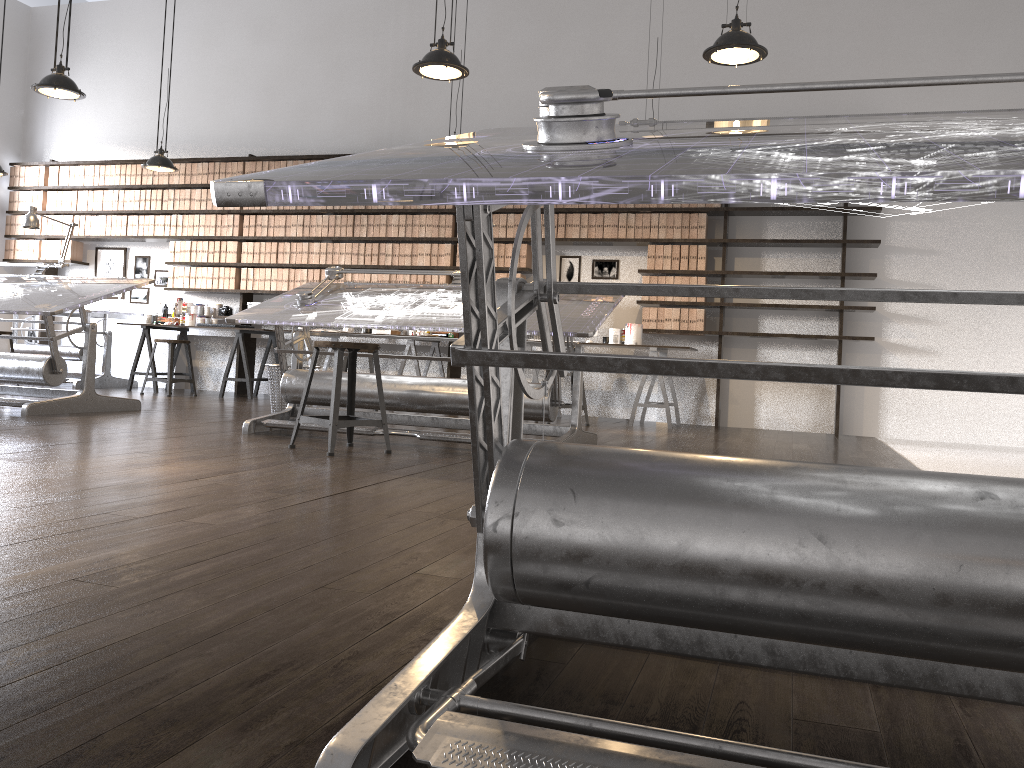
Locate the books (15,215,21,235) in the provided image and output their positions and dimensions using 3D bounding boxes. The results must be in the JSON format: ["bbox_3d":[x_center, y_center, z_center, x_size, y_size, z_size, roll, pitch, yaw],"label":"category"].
[{"bbox_3d":[-5.534,-1.787,10.045,0.067,0.226,0.174,2,-1,18],"label":"books"}]

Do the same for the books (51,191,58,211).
[{"bbox_3d":[-5.047,-2.027,9.896,0.067,0.226,0.174,2,-1,18],"label":"books"}]

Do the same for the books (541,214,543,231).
[{"bbox_3d":[0.270,-1.448,8.197,0.067,0.226,0.174,2,-1,18],"label":"books"}]

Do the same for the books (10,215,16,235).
[{"bbox_3d":[-5.601,-1.791,10.067,0.067,0.226,0.174,2,-1,18],"label":"books"}]

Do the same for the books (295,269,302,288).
[{"bbox_3d":[-2.115,-1.038,8.931,0.067,0.226,0.174,2,-1,17],"label":"books"}]

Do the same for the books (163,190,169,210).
[{"bbox_3d":[-3.640,-1.945,9.455,0.067,0.226,0.174,2,-1,18],"label":"books"}]

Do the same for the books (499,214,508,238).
[{"bbox_3d":[-0.056,-1.467,8.296,0.067,0.226,0.174,2,-1,17],"label":"books"}]

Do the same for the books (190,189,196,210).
[{"bbox_3d":[-3.310,-1.926,9.348,0.067,0.226,0.174,2,-1,17],"label":"books"}]

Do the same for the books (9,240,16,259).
[{"bbox_3d":[-5.604,-1.513,10.050,0.067,0.226,0.174,2,-1,17],"label":"books"}]

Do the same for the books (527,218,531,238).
[{"bbox_3d":[0.202,-1.452,8.219,0.067,0.226,0.174,2,-1,18],"label":"books"}]

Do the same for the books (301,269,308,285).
[{"bbox_3d":[-2.049,-1.034,8.906,0.067,0.226,0.174,2,-1,18],"label":"books"}]

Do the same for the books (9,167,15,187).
[{"bbox_3d":[-5.630,-2.345,10.094,0.067,0.226,0.174,2,-1,18],"label":"books"}]

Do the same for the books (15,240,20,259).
[{"bbox_3d":[-5.532,-1.509,10.033,0.067,0.226,0.174,2,-1,18],"label":"books"}]

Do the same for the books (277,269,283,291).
[{"bbox_3d":[-2.310,-1.050,8.992,0.067,0.226,0.174,2,-1,17],"label":"books"}]

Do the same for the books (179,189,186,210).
[{"bbox_3d":[-3.438,-1.933,9.390,0.067,0.226,0.174,2,-1,17],"label":"books"}]

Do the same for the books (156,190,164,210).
[{"bbox_3d":[-3.713,-1.949,9.472,0.067,0.226,0.174,2,-1,17],"label":"books"}]

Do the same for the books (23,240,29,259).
[{"bbox_3d":[-5.412,-1.502,9.987,0.067,0.226,0.174,2,-1,18],"label":"books"}]

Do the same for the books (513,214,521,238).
[{"bbox_3d":[0.074,-1.459,8.258,0.067,0.226,0.174,2,-1,18],"label":"books"}]

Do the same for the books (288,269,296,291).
[{"bbox_3d":[-2.182,-1.042,8.953,0.067,0.226,0.174,2,-1,17],"label":"books"}]

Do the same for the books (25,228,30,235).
[{"bbox_3d":[-5.398,-1.779,10.003,0.067,0.226,0.174,2,-1,17],"label":"books"}]

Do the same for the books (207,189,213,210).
[{"bbox_3d":[-3.114,-1.915,9.286,0.067,0.226,0.174,2,-1,17],"label":"books"}]

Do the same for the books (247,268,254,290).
[{"bbox_3d":[-2.639,-1.069,9.096,0.067,0.226,0.174,2,-1,18],"label":"books"}]

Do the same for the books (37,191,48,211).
[{"bbox_3d":[-5.242,-2.044,9.965,0.067,0.226,0.174,2,-1,17],"label":"books"}]

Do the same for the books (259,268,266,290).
[{"bbox_3d":[-2.506,-1.061,9.055,0.067,0.226,0.174,2,-1,17],"label":"books"}]

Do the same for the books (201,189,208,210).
[{"bbox_3d":[-3.182,-1.919,9.304,0.067,0.226,0.174,2,-1,18],"label":"books"}]

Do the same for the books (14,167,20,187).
[{"bbox_3d":[-5.561,-2.341,10.073,0.067,0.226,0.174,2,-1,17],"label":"books"}]

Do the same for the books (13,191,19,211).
[{"bbox_3d":[-5.568,-2.063,10.064,0.067,0.226,0.174,2,-1,18],"label":"books"}]

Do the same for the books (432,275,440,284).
[{"bbox_3d":[-0.706,-0.956,8.478,0.067,0.226,0.174,2,-1,18],"label":"books"}]

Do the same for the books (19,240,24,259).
[{"bbox_3d":[-5.471,-1.505,10.011,0.067,0.226,0.174,2,-1,17],"label":"books"}]

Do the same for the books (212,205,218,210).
[{"bbox_3d":[-3.047,-1.911,9.267,0.067,0.226,0.174,2,-1,17],"label":"books"}]

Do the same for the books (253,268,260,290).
[{"bbox_3d":[-2.572,-1.065,9.078,0.067,0.226,0.174,2,-1,17],"label":"books"}]

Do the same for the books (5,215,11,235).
[{"bbox_3d":[-5.667,-1.794,10.082,0.067,0.226,0.174,2,-1,17],"label":"books"}]

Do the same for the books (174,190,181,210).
[{"bbox_3d":[-3.505,-1.937,9.411,0.067,0.226,0.174,2,-1,17],"label":"books"}]

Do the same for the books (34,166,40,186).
[{"bbox_3d":[-5.292,-2.325,9.988,0.067,0.226,0.174,2,-1,17],"label":"books"}]

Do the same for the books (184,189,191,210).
[{"bbox_3d":[-3.375,-1.930,9.364,0.067,0.226,0.174,2,-1,18],"label":"books"}]

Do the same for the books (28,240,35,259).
[{"bbox_3d":[-5.343,-1.498,9.965,0.067,0.226,0.174,2,-1,17],"label":"books"}]

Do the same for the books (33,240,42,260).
[{"bbox_3d":[-5.273,-1.494,9.947,0.067,0.226,0.174,2,-1,17],"label":"books"}]

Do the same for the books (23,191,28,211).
[{"bbox_3d":[-5.438,-2.056,10.026,0.067,0.226,0.174,2,-1,17],"label":"books"}]

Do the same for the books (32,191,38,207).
[{"bbox_3d":[-5.310,-2.048,9.986,0.067,0.226,0.174,2,-1,17],"label":"books"}]

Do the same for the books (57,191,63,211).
[{"bbox_3d":[-4.978,-2.023,9.874,0.067,0.226,0.174,2,-1,17],"label":"books"}]

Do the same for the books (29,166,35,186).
[{"bbox_3d":[-5.358,-2.329,10.013,0.067,0.226,0.174,2,-1,18],"label":"books"}]

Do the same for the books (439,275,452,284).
[{"bbox_3d":[-0.631,-0.952,8.456,0.067,0.226,0.174,2,-1,17],"label":"books"}]

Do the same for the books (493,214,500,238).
[{"bbox_3d":[-0.122,-1.471,8.321,0.067,0.226,0.174,2,-1,18],"label":"books"}]

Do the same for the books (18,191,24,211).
[{"bbox_3d":[-5.498,-2.059,10.043,0.067,0.226,0.174,2,-1,17],"label":"books"}]

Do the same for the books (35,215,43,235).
[{"bbox_3d":[-5.256,-1.771,9.957,0.067,0.226,0.174,2,-1,17],"label":"books"}]

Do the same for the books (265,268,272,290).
[{"bbox_3d":[-2.440,-1.057,9.030,0.067,0.226,0.174,2,-1,18],"label":"books"}]

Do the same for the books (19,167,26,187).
[{"bbox_3d":[-5.491,-2.337,10.054,0.067,0.226,0.174,2,-1,17],"label":"books"}]

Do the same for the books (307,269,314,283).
[{"bbox_3d":[-1.979,-1.030,8.889,0.067,0.226,0.174,2,-1,18],"label":"books"}]

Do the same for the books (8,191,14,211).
[{"bbox_3d":[-5.634,-2.067,10.089,0.067,0.226,0.174,2,-1,17],"label":"books"}]

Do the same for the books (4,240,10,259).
[{"bbox_3d":[-5.674,-1.517,10.078,0.067,0.226,0.174,2,-1,18],"label":"books"}]

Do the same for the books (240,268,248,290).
[{"bbox_3d":[-2.709,-1.073,9.114,0.067,0.226,0.174,2,-1,18],"label":"books"}]

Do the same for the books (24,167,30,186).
[{"bbox_3d":[-5.424,-2.333,10.036,0.067,0.226,0.174,2,-1,18],"label":"books"}]

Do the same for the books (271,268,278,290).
[{"bbox_3d":[-2.371,-1.053,9.010,0.067,0.226,0.174,2,-1,17],"label":"books"}]

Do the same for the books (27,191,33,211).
[{"bbox_3d":[-5.376,-2.052,10.001,0.067,0.226,0.174,2,-1,18],"label":"books"}]

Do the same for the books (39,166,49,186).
[{"bbox_3d":[-5.222,-2.321,9.968,0.067,0.226,0.174,2,-1,18],"label":"books"}]

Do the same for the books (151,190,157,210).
[{"bbox_3d":[-3.782,-1.953,9.500,0.067,0.226,0.174,2,-1,18],"label":"books"}]

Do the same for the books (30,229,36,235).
[{"bbox_3d":[-5.329,-1.775,9.975,0.067,0.226,0.174,2,-1,18],"label":"books"}]

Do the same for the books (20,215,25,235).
[{"bbox_3d":[-5.467,-1.783,10.020,0.067,0.226,0.174,2,-1,17],"label":"books"}]

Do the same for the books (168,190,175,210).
[{"bbox_3d":[-3.574,-1.941,9.429,0.067,0.226,0.174,2,-1,18],"label":"books"}]

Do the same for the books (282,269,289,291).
[{"bbox_3d":[-2.248,-1.046,8.968,0.067,0.226,0.174,2,-1,18],"label":"books"}]
